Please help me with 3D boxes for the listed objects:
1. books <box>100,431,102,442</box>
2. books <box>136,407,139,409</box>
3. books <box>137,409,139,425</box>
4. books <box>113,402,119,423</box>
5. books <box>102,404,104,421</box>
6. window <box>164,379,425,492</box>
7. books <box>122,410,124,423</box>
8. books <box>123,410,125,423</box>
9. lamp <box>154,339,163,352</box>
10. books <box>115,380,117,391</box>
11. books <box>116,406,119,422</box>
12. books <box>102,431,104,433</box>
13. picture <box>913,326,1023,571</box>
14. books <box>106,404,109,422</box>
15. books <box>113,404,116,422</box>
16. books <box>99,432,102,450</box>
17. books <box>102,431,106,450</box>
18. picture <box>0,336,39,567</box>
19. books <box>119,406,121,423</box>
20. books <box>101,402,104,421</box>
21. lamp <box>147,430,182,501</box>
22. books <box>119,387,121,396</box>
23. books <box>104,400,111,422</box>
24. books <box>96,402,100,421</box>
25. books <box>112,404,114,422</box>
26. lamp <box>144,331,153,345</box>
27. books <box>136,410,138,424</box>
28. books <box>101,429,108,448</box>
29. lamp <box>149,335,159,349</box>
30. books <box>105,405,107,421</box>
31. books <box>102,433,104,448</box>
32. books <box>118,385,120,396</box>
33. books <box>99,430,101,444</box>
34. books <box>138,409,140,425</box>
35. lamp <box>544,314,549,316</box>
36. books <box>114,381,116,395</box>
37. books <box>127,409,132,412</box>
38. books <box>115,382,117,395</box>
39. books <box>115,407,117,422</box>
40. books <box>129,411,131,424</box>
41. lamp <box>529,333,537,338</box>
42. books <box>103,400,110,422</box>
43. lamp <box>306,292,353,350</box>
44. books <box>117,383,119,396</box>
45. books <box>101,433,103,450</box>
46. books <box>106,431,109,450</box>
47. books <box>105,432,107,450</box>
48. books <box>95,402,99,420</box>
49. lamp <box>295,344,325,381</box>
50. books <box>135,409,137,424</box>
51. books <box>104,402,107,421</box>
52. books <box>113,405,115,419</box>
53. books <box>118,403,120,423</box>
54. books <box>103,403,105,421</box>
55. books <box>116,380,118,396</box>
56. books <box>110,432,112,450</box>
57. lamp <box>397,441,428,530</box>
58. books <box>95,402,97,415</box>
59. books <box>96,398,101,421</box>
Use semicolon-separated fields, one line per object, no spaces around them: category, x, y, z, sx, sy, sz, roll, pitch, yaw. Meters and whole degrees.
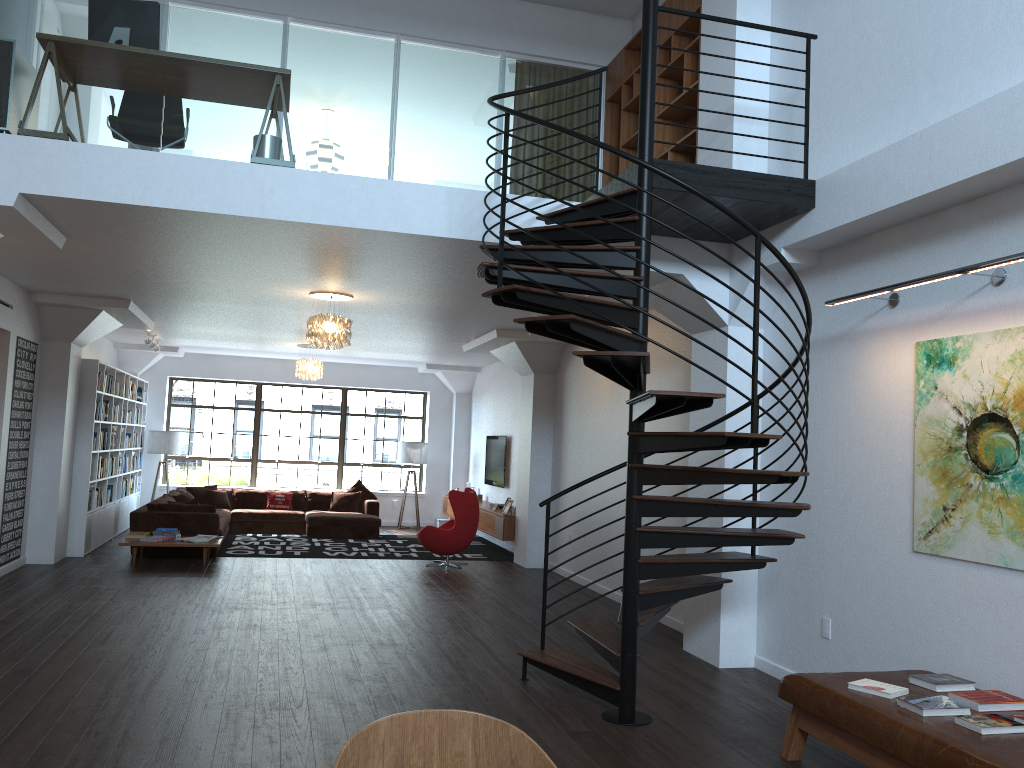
books;-5.448;0.737;11.568;0.170;0.245;0.057;4;-4;-15
books;-6.214;0.516;14.514;0.176;0.290;0.036;4;-4;-15
books;-6.197;0.533;14.481;0.183;0.253;0.034;4;-4;-15
books;-5.724;0.404;12.684;0.176;0.290;0.053;4;-4;-15
books;-5.450;0.355;11.620;0.180;0.259;0.042;4;-4;-15
window;-3.965;0.996;16.565;4.648;1.905;0.114;4;-4;-15
books;-5.852;0.485;13.177;0.139;0.191;0.036;4;-4;-15
books;-5.864;0.483;13.236;0.146;0.202;0.027;4;-4;-15
lamp;-5.489;-0.598;13.732;0.120;0.211;0.111;6;-5;-41
books;-5.655;0.052;12.514;0.140;0.231;0.042;4;-4;-15
books;-5.700;0.425;12.610;0.174;0.239;0.045;4;-4;-15
books;-5.507;0.742;11.721;0.182;0.253;0.034;4;-4;-15
picture;2.459;0.322;4.568;0.010;1.200;1.095;4;-4;-15
books;-5.508;0.381;11.878;0.174;0.240;0.054;4;-4;-15
books;-5.634;0.404;12.371;0.182;0.253;0.034;4;-4;-15
books;-5.431;0.737;11.519;0.174;0.239;0.045;4;-4;-15
books;-5.494;0.745;11.760;0.182;0.253;0.034;4;-4;-15
picture;-5.281;0.711;9.505;0.021;2.380;0.800;4;-4;-15
books;-5.750;0.432;12.815;0.159;0.250;0.026;4;-4;-15
books;-5.422;0.353;11.538;0.183;0.253;0.042;4;-4;-15
lamp;-6.048;1.604;15.337;0.545;1.579;0.545;5;-5;-26
books;-5.733;0.112;12.846;0.110;0.153;0.019;4;-4;-15
books;-5.552;0.365;12.039;0.176;0.291;0.053;4;-4;-15
books;-5.320;0.339;11.204;0.174;0.242;0.105;4;-4;-15
books;-5.584;0.394;12.205;0.182;0.253;0.034;4;-4;-15
lamp;-5.225;-0.658;12.744;0.111;0.211;0.120;1;-4;19
books;-6.198;0.536;14.440;0.174;0.240;0.045;4;-4;-15
books;-5.559;0.740;11.988;0.176;0.294;0.102;4;-4;-15
lamp;-5.355;-0.628;13.232;0.111;0.211;0.120;0;-5;34
books;-5.485;0.385;11.805;0.161;0.223;0.032;4;-4;-15
books;-5.485;0.752;11.689;0.167;0.230;0.037;4;-4;-15
books;-5.711;0.093;12.738;0.128;0.178;0.022;4;-4;-15
books;-5.416;0.707;11.446;0.176;0.290;0.053;4;-4;-15
books;-6.257;0.543;14.652;0.183;0.253;0.034;4;-4;-15
lamp;0.369;-0.655;9.395;0.111;0.211;0.120;0;-5;34
books;-5.604;0.057;12.354;0.146;0.202;0.027;4;-4;-15
books;-6.063;0.510;13.940;0.140;0.231;0.042;4;-4;-15
books;-5.630;0.062;12.432;0.146;0.202;0.027;4;-4;-15
books;-5.666;0.427;12.495;0.161;0.223;0.027;4;-4;-15
books;-6.041;0.523;13.861;0.136;0.196;0.045;4;-4;-15
lamp;0.239;-0.625;9.883;0.111;0.211;0.120;1;-4;19
books;-5.555;0.364;11.985;0.198;0.284;0.049;4;-4;-15
lamp;-1.819;-0.618;8.853;0.441;0.539;0.442;0;-5;27
books;-5.689;0.080;12.646;0.139;0.191;0.036;4;-4;-15
books;-5.459;0.753;11.634;0.161;0.223;0.027;4;-4;-15
books;-5.534;0.756;11.929;0.182;0.253;0.034;4;-4;-15
books;-5.519;0.758;11.857;0.174;0.239;0.045;4;-4;-15
books;-5.294;0.338;11.124;0.172;0.235;0.112;4;-4;-15
lamp;-3.129;-0.322;13.733;0.441;0.539;0.442;0;-5;27
books;-6.153;0.521;14.292;0.183;0.253;0.034;4;-4;-15
books;-5.488;0.367;11.767;0.183;0.253;0.042;4;-4;-15
books;-5.607;0.405;12.274;0.174;0.239;0.045;4;-4;-15
books;-5.744;0.410;12.742;0.197;0.283;0.065;4;-4;-15
books;-5.466;0.366;11.697;0.171;0.246;0.039;4;-4;-15
books;-5.672;0.057;12.560;0.158;0.226;0.052;4;-4;-15
books;-5.627;0.781;12.251;0.174;0.240;0.054;4;-4;-15
lamp;-1.859;1.861;16.337;0.545;1.579;0.545;3;-4;-4
books;-5.289;0.338;11.093;0.152;0.232;0.104;4;-4;-15
books;-5.330;0.321;11.282;0.176;0.290;0.053;4;-4;-15
